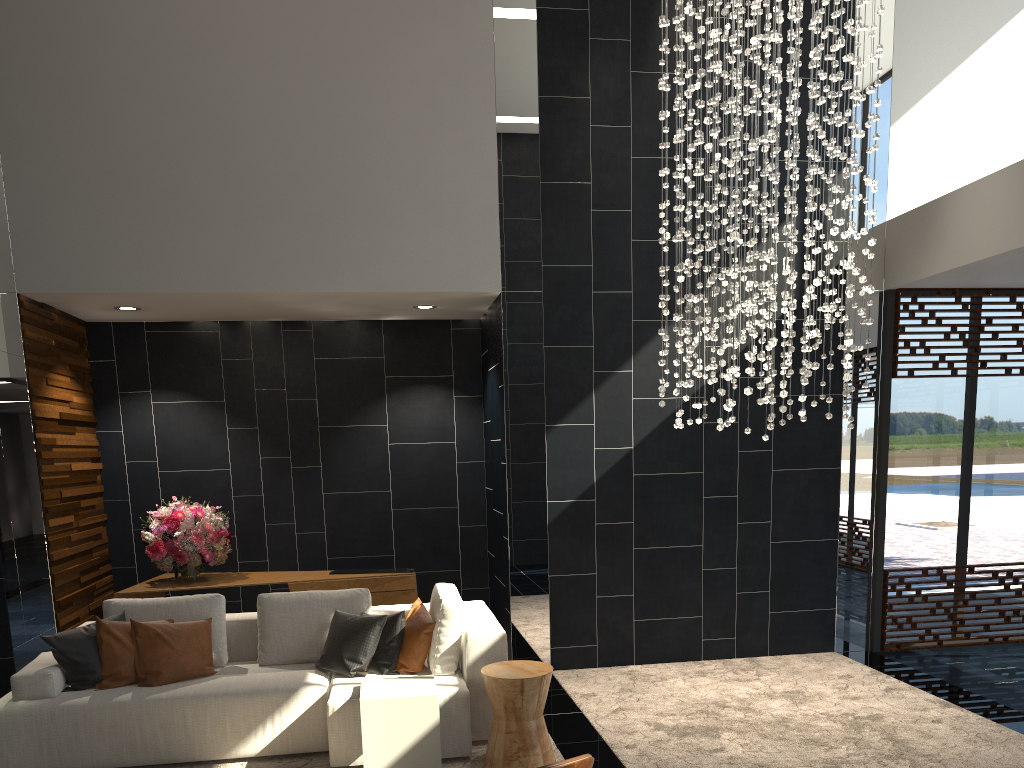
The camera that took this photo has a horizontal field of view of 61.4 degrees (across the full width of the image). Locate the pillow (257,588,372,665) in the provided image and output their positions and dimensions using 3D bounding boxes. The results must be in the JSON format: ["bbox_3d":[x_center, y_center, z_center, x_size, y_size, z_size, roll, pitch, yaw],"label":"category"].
[{"bbox_3d":[-1.237,1.520,5.430,0.717,0.448,0.284,-2,5,-8],"label":"pillow"}]

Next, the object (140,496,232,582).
[{"bbox_3d":[-2.536,1.208,6.735,0.658,0.690,0.681,-3,3,-17],"label":"object"}]

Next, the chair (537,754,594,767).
[{"bbox_3d":[-0.061,1.448,2.574,0.667,0.950,0.782,-6,5,-41],"label":"chair"}]

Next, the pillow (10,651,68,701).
[{"bbox_3d":[-2.674,1.667,4.971,0.239,0.153,0.618,-2,-3,-14],"label":"pillow"}]

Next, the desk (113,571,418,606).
[{"bbox_3d":[-1.871,1.924,6.989,2.237,0.768,0.977,-1,1,-8],"label":"desk"}]

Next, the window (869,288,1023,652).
[{"bbox_3d":[4.446,-1.137,3.692,2.355,6.129,6.047,-3,3,-9],"label":"window"}]

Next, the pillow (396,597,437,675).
[{"bbox_3d":[-0.593,1.520,5.173,0.268,0.420,0.513,-3,1,-13],"label":"pillow"}]

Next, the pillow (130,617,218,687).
[{"bbox_3d":[-1.970,1.552,5.061,0.515,0.422,0.265,-3,5,-37],"label":"pillow"}]

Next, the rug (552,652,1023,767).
[{"bbox_3d":[1.711,2.056,5.122,2.330,0.006,3.383,-1,-4,-9],"label":"rug"}]

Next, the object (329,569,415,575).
[{"bbox_3d":[-1.120,1.525,7.012,0.710,0.027,0.238,-2,-4,2],"label":"object"}]

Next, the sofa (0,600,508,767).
[{"bbox_3d":[-1.477,1.799,5.147,2.842,0.698,1.276,-1,-1,-8],"label":"sofa"}]

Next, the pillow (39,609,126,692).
[{"bbox_3d":[-2.404,1.537,4.982,0.253,0.423,0.547,3,4,39],"label":"pillow"}]

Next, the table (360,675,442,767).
[{"bbox_3d":[-0.599,1.850,4.637,0.399,0.476,0.392,-2,4,-9],"label":"table"}]

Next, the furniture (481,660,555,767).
[{"bbox_3d":[0.035,1.812,4.726,0.392,0.532,0.384,1,5,26],"label":"furniture"}]

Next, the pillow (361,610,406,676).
[{"bbox_3d":[-0.796,1.541,5.189,0.252,0.423,0.551,-7,4,-41],"label":"pillow"}]

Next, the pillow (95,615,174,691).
[{"bbox_3d":[-2.194,1.532,5.036,0.543,0.439,0.240,-3,5,-43],"label":"pillow"}]

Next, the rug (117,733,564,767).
[{"bbox_3d":[-1.330,2.115,4.726,3.204,0.006,5.844,-1,-4,-9],"label":"rug"}]

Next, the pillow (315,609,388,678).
[{"bbox_3d":[-0.975,1.545,5.153,0.504,0.372,0.294,-1,3,40],"label":"pillow"}]

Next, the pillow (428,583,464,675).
[{"bbox_3d":[-0.413,1.479,5.262,0.218,0.465,0.703,-3,0,-8],"label":"pillow"}]

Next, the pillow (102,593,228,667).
[{"bbox_3d":[-2.127,1.530,5.301,0.718,0.464,0.241,-2,6,-8],"label":"pillow"}]
